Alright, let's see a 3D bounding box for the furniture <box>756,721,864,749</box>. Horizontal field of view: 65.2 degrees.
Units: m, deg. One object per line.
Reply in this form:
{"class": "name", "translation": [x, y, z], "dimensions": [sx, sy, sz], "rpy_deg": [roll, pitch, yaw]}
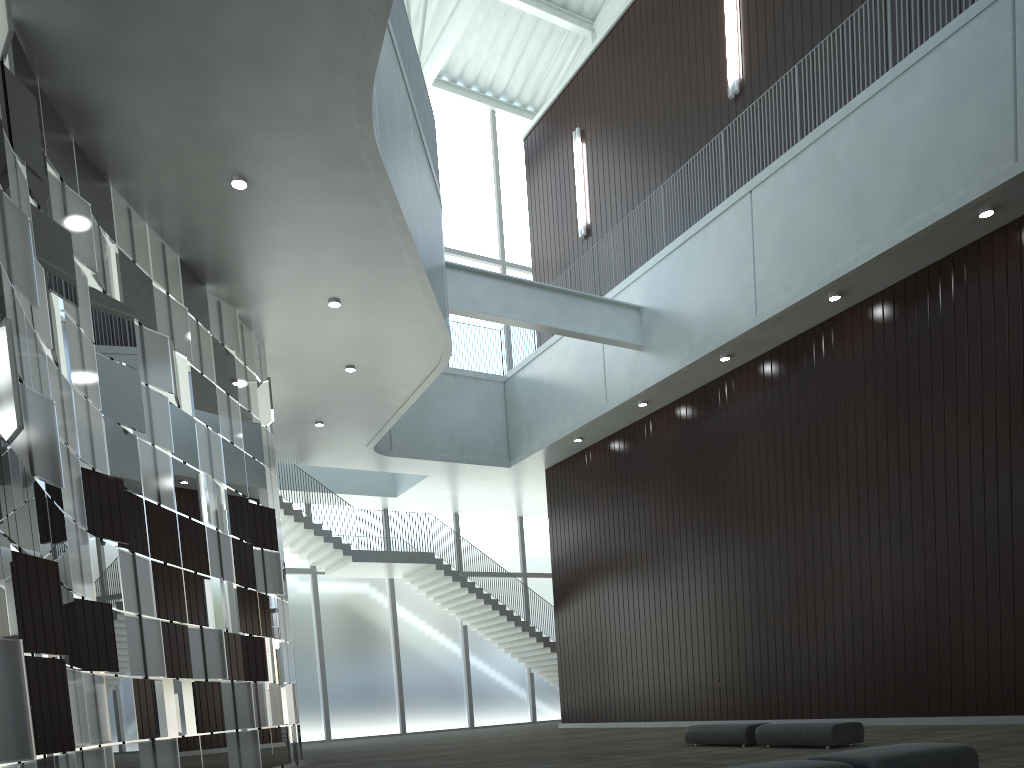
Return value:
{"class": "furniture", "translation": [12.539, 14.853, 33.901], "dimensions": [2.127, 1.037, 4.271], "rpy_deg": [5, -22, -29]}

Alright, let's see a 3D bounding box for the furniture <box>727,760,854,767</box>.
{"class": "furniture", "translation": [5.284, 8.794, 17.249], "dimensions": [4.014, 1.049, 2.260], "rpy_deg": [8, -20, -29]}

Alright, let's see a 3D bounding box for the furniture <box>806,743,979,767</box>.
{"class": "furniture", "translation": [9.197, 9.398, 19.478], "dimensions": [4.014, 1.049, 2.260], "rpy_deg": [8, -20, -29]}

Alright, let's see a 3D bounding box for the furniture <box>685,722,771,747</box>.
{"class": "furniture", "translation": [10.286, 16.560, 37.823], "dimensions": [2.127, 1.037, 4.271], "rpy_deg": [5, -22, -29]}
